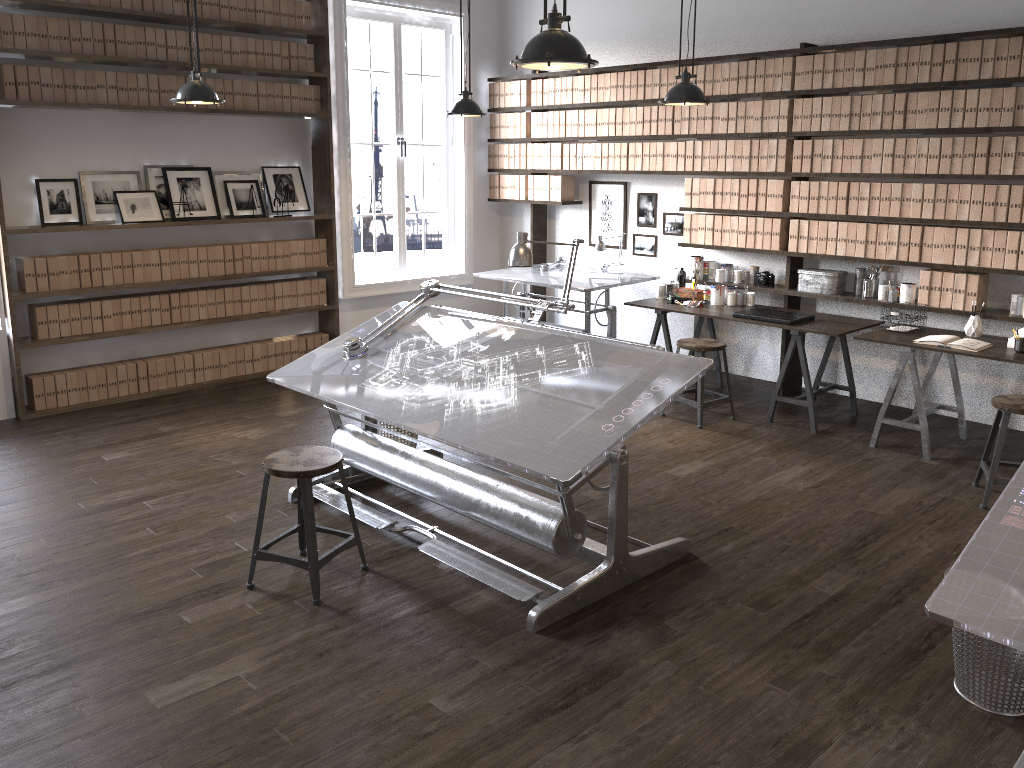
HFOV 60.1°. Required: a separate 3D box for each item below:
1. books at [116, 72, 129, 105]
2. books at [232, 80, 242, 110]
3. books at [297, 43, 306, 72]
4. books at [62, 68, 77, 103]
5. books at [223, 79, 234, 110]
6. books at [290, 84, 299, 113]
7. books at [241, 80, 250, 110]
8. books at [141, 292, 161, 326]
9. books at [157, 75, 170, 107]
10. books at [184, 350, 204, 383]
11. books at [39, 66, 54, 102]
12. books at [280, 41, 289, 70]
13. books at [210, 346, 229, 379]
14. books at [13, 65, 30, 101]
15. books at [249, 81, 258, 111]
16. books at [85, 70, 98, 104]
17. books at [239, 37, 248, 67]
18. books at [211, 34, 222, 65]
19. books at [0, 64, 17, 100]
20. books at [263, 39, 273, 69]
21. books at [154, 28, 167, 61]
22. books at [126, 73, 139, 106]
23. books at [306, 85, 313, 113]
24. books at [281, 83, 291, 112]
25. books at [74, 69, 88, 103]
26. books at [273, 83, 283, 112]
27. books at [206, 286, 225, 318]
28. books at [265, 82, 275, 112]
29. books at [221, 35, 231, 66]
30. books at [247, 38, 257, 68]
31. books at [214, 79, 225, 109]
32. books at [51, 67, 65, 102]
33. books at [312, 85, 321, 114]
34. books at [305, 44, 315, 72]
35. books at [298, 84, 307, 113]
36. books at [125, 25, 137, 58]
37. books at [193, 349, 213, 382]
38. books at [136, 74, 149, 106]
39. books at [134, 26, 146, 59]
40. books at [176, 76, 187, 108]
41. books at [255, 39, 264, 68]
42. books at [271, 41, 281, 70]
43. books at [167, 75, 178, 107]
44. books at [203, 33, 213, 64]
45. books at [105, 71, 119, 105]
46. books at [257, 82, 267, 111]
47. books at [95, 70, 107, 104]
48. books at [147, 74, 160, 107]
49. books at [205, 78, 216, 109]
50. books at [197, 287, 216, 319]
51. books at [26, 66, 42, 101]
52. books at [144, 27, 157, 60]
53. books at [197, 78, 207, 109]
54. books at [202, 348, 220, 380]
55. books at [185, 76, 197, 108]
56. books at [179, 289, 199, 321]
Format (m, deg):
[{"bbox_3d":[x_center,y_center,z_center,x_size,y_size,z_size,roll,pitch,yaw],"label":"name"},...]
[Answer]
[{"bbox_3d":[-2.730,-2.039,6.136,0.067,0.223,0.175,-11,16,-42],"label":"books"},{"bbox_3d":[-2.117,-2.180,6.703,0.067,0.223,0.175,-11,16,-42],"label":"books"},{"bbox_3d":[-1.712,-2.579,7.029,0.067,0.223,0.175,-11,16,-42],"label":"books"},{"bbox_3d":[-2.976,-1.981,5.906,0.067,0.223,0.175,-11,16,-42],"label":"books"},{"bbox_3d":[-2.169,-2.170,6.661,0.067,0.223,0.175,-11,16,-42],"label":"books"},{"bbox_3d":[-1.766,-2.262,7.031,0.067,0.223,0.175,-11,16,-42],"label":"books"},{"bbox_3d":[-2.072,-2.192,6.751,0.067,0.223,0.175,-11,16,-42],"label":"books"},{"bbox_3d":[-2.653,-0.552,6.509,0.067,0.223,0.175,-11,16,-42],"label":"books"},{"bbox_3d":[-2.520,-2.086,6.324,0.067,0.223,0.175,-11,16,-42],"label":"books"},{"bbox_3d":[-2.442,-0.133,6.802,0.067,0.223,0.175,-11,16,-42],"label":"books"},{"bbox_3d":[-3.076,-1.957,5.807,0.067,0.223,0.175,-11,16,-42],"label":"books"},{"bbox_3d":[-1.820,-2.554,6.928,0.067,0.223,0.175,-11,16,-42],"label":"books"},{"bbox_3d":[-2.295,-0.167,6.938,0.067,0.223,0.175,-11,16,-42],"label":"books"},{"bbox_3d":[-3.181,-1.932,5.707,0.067,0.223,0.175,-11,16,-42],"label":"books"},{"bbox_3d":[-2.025,-2.202,6.793,0.067,0.223,0.175,-11,16,-42],"label":"books"},{"bbox_3d":[-2.878,-2.004,5.996,0.067,0.223,0.175,-11,16,-42],"label":"books"},{"bbox_3d":[-2.070,-2.495,6.691,0.067,0.223,0.175,-11,16,-42],"label":"books"},{"bbox_3d":[-2.219,-2.460,6.552,0.067,0.223,0.175,-11,16,-42],"label":"books"},{"bbox_3d":[-3.238,-1.920,5.661,0.067,0.223,0.175,-11,16,-42],"label":"books"},{"bbox_3d":[-1.922,-2.530,6.831,0.067,0.223,0.175,-11,16,-42],"label":"books"},{"bbox_3d":[-2.519,-2.390,6.269,0.067,0.223,0.175,-11,16,-42],"label":"books"},{"bbox_3d":[-2.680,-2.051,6.184,0.067,0.223,0.175,-11,16,-42],"label":"books"},{"bbox_3d":[-1.675,-2.284,7.122,0.067,0.223,0.175,-11,16,-42],"label":"books"},{"bbox_3d":[-1.821,-2.250,6.984,0.067,0.223,0.175,-11,16,-42],"label":"books"},{"bbox_3d":[-2.923,-1.992,5.948,0.067,0.223,0.175,-11,16,-42],"label":"books"},{"bbox_3d":[-1.874,-2.239,6.940,0.067,0.223,0.175,-11,16,-42],"label":"books"},{"bbox_3d":[-2.295,-0.636,6.849,0.067,0.223,0.175,-11,16,-42],"label":"books"},{"bbox_3d":[-1.923,-2.227,6.891,0.067,0.223,0.175,-11,16,-42],"label":"books"},{"bbox_3d":[-2.165,-2.471,6.597,0.067,0.223,0.175,-11,16,-42],"label":"books"},{"bbox_3d":[-2.018,-2.505,6.733,0.067,0.223,0.175,-11,16,-42],"label":"books"},{"bbox_3d":[-2.221,-2.158,6.613,0.067,0.223,0.175,-11,16,-42],"label":"books"},{"bbox_3d":[-3.027,-1.969,5.858,0.067,0.223,0.175,-11,16,-42],"label":"books"},{"bbox_3d":[-1.625,-2.296,7.170,0.067,0.223,0.175,-11,16,-42],"label":"books"},{"bbox_3d":[-1.656,-2.591,7.078,0.067,0.223,0.175,-11,16,-42],"label":"books"},{"bbox_3d":[-1.718,-2.273,7.076,0.067,0.223,0.175,-11,16,-42],"label":"books"},{"bbox_3d":[-2.670,-2.355,6.129,0.067,0.223,0.175,-11,16,-42],"label":"books"},{"bbox_3d":[-2.391,-0.146,6.852,0.067,0.223,0.175,-11,16,-42],"label":"books"},{"bbox_3d":[-2.627,-2.062,6.229,0.067,0.223,0.175,-11,16,-42],"label":"books"},{"bbox_3d":[-2.621,-2.364,6.168,0.067,0.223,0.175,-11,16,-42],"label":"books"},{"bbox_3d":[-2.432,-2.108,6.417,0.067,0.223,0.175,-11,16,-42],"label":"books"},{"bbox_3d":[-1.974,-2.518,6.783,0.067,0.223,0.175,-11,16,-42],"label":"books"},{"bbox_3d":[-1.868,-2.541,6.876,0.067,0.223,0.175,-11,16,-42],"label":"books"},{"bbox_3d":[-2.477,-2.097,6.370,0.067,0.223,0.175,-11,16,-42],"label":"books"},{"bbox_3d":[-2.271,-2.449,6.506,0.067,0.223,0.175,-11,16,-42],"label":"books"},{"bbox_3d":[-2.778,-2.026,6.085,0.067,0.223,0.175,-11,16,-42],"label":"books"},{"bbox_3d":[-1.971,-2.214,6.841,0.067,0.223,0.175,-11,16,-42],"label":"books"},{"bbox_3d":[-2.831,-2.014,6.038,0.067,0.223,0.175,-11,16,-42],"label":"books"},{"bbox_3d":[-2.572,-2.073,6.276,0.067,0.223,0.175,-11,16,-42],"label":"books"},{"bbox_3d":[-2.269,-2.145,6.562,0.067,0.223,0.175,-11,16,-42],"label":"books"},{"bbox_3d":[-2.347,-0.625,6.803,0.067,0.223,0.175,-11,16,-42],"label":"books"},{"bbox_3d":[-3.130,-1.946,5.762,0.067,0.223,0.175,-11,16,-42],"label":"books"},{"bbox_3d":[-2.569,-2.377,6.217,0.067,0.223,0.175,-11,16,-42],"label":"books"},{"bbox_3d":[-2.324,-2.134,6.518,0.067,0.223,0.175,-11,16,-42],"label":"books"},{"bbox_3d":[-2.346,-0.157,6.896,0.067,0.223,0.175,-11,16,-42],"label":"books"},{"bbox_3d":[-2.374,-2.120,6.463,0.067,0.223,0.175,-11,16,-42],"label":"books"},{"bbox_3d":[-2.445,-0.599,6.702,0.067,0.223,0.175,-11,16,-42],"label":"books"}]
